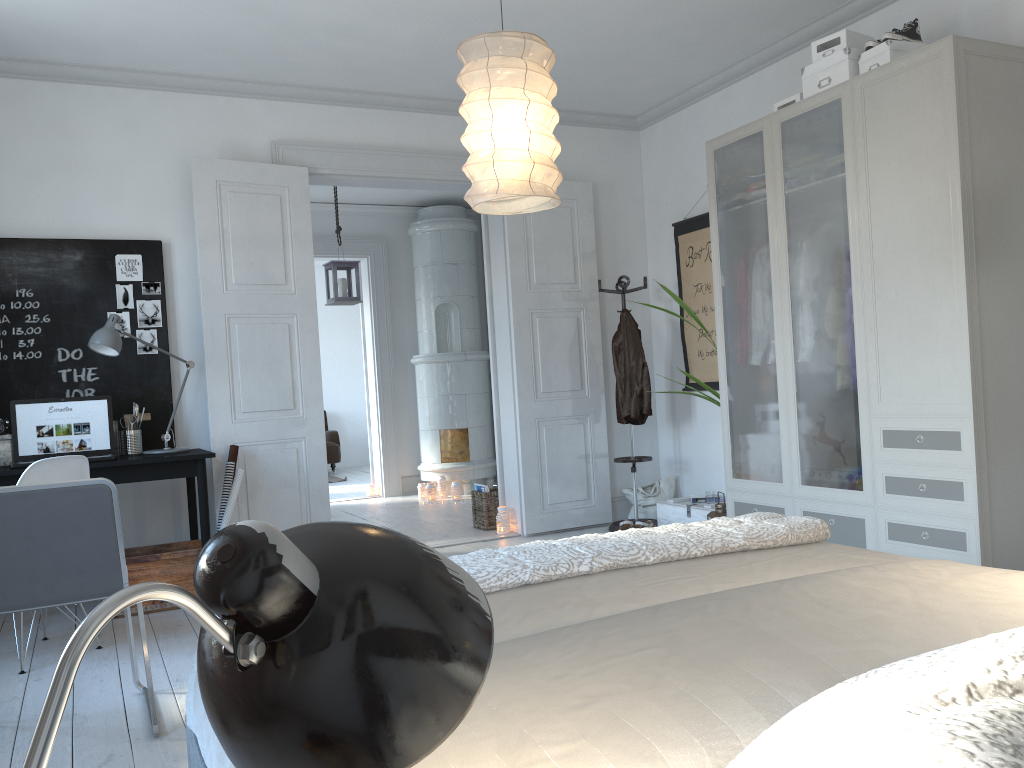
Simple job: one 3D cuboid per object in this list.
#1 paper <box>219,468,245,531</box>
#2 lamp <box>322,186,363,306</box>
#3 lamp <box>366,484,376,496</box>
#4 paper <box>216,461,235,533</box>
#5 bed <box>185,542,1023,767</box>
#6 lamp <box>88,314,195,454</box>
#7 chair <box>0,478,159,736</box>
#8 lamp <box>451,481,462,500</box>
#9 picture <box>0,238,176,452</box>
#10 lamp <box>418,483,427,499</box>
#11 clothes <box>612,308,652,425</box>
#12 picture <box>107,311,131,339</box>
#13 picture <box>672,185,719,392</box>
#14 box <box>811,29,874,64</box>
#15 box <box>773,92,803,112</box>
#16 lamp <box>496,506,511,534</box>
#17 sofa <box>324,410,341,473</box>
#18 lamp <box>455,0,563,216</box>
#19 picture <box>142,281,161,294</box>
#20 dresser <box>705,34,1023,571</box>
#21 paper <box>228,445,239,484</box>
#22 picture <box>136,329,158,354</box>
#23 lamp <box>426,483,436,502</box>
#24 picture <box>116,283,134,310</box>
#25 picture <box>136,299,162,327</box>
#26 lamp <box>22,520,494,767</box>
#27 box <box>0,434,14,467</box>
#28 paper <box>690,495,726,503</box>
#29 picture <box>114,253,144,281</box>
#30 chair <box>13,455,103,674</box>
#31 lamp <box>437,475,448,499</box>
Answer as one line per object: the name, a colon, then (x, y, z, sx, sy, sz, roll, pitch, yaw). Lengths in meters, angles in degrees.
paper: (-1.507, 0.765, 4.630, 0.041, 0.627, 0.283, -3, 1, 42)
lamp: (-1.352, -1.497, 6.829, 0.228, 1.762, 0.228, -4, 1, -29)
lamp: (-1.374, 1.039, 8.653, 0.093, 0.110, 0.093, -4, 0, -9)
paper: (-1.534, 0.750, 4.682, 0.043, 0.669, 0.266, -3, 1, 19)
bed: (0.457, 0.440, 1.363, 1.887, 1.047, 2.177, -4, 0, -26)
lamp: (-1.882, 0.005, 4.561, 0.230, 0.716, 0.616, -3, 1, 35)
chair: (-1.441, 0.689, 2.750, 0.562, 0.798, 0.525, -4, 1, -26)
lamp: (-0.502, 0.963, 7.995, 0.089, 0.166, 0.089, -4, 1, -27)
picture: (-2.322, -0.178, 4.686, 0.952, 1.172, 0.064, -4, 1, -26)
lamp: (-0.831, 0.994, 8.219, 0.084, 0.146, 0.084, -4, 1, -21)
clothes: (0.777, -0.111, 5.779, 0.237, 0.770, 0.211, -3, 1, 7)
picture: (-2.108, -0.317, 4.758, 0.107, 0.150, 0.001, -4, 1, -26)
picture: (1.299, -0.616, 5.638, 0.057, 1.313, 0.793, -4, 1, -26)
box: (1.517, -1.523, 4.064, 0.225, 0.107, 0.180, -4, 0, -36)
box: (1.412, -1.318, 4.286, 0.222, 0.107, 0.180, -4, 0, -26)
lamp: (-0.061, 0.915, 5.951, 0.092, 0.180, 0.093, -4, 1, -43)
sofa: (-3.358, 0.811, 11.435, 2.164, 0.825, 0.969, -4, 0, -26)
lamp: (-0.029, -1.207, 2.970, 0.338, 1.231, 0.340, -3, 1, 5)
picture: (-1.966, -0.525, 4.832, 0.095, 0.071, 0.001, -4, 1, -26)
dresser: (1.636, -0.196, 4.039, 0.630, 2.163, 1.432, -4, 1, -26)
paper: (-1.543, 0.708, 4.756, 0.048, 0.747, 0.297, -3, 1, 19)
picture: (-1.983, -0.232, 4.818, 0.103, 0.136, 0.001, -4, 1, -26)
lamp: (-0.731, 0.977, 8.010, 0.089, 0.166, 0.089, -4, 1, -25)
picture: (-2.084, -0.471, 4.774, 0.083, 0.146, 0.002, -4, 1, -26)
picture: (-1.974, -0.385, 4.825, 0.121, 0.153, 0.002, -4, 1, -26)
lamp: (-0.211, 0.536, 0.165, 0.800, 0.936, 0.450, -4, 1, -44)
box: (-2.548, 0.326, 4.288, 0.317, 0.152, 0.193, -4, 0, -26)
paper: (1.229, 0.713, 5.539, 0.222, 0.031, 0.175, -4, 0, 6)
picture: (-2.064, -0.633, 4.785, 0.147, 0.154, 0.004, -4, 1, -26)
chair: (-1.988, 0.712, 3.651, 0.554, 0.824, 0.474, -3, 1, 29)
lamp: (-0.649, 0.951, 8.198, 0.098, 0.210, 0.098, -4, 1, -21)
